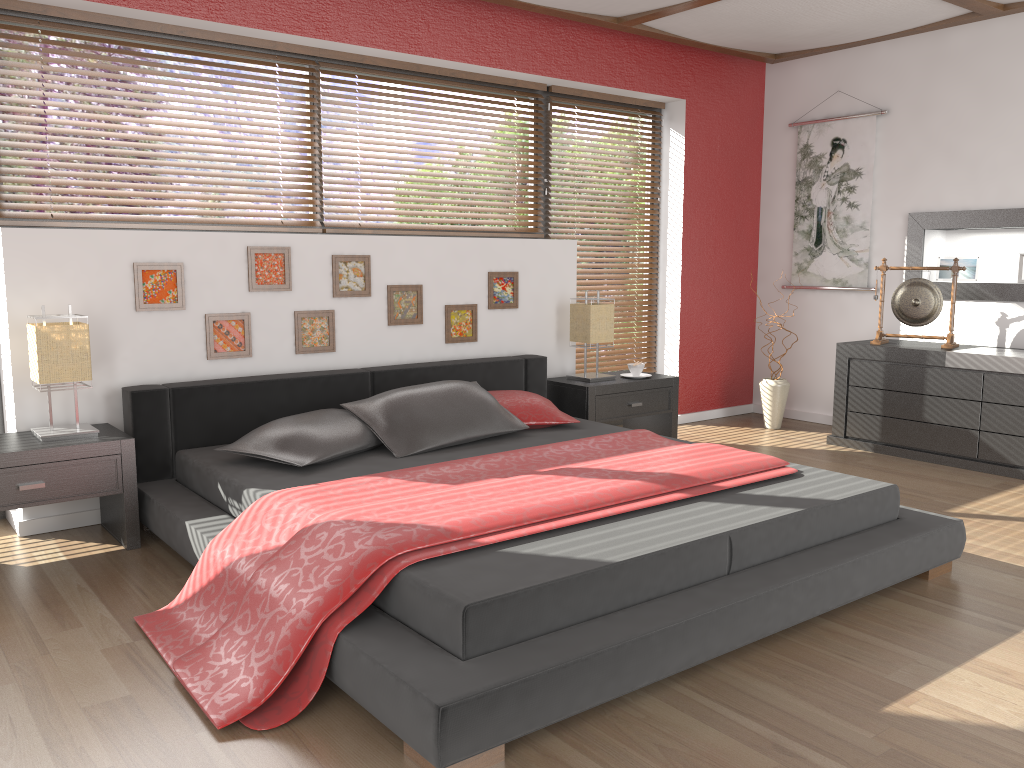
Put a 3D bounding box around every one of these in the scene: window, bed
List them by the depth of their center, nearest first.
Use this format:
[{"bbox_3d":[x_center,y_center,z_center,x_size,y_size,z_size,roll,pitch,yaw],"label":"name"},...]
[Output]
[{"bbox_3d":[-0.122,0.342,3.281,2.469,0.577,2.413,-6,10,-37],"label":"bed"},{"bbox_3d":[-0.986,-1.190,4.434,2.817,0.786,0.020,-6,10,-37],"label":"window"},{"bbox_3d":[0.560,-0.812,5.683,0.889,1.893,0.020,-6,10,-37],"label":"window"}]

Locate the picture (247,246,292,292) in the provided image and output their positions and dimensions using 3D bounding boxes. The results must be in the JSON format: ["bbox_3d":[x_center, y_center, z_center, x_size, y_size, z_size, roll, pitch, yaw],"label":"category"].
[{"bbox_3d":[-1.091,-0.518,3.996,0.200,0.200,0.010,-6,10,-37],"label":"picture"}]

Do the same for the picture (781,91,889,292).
[{"bbox_3d":[2.078,-1.245,5.749,0.028,1.270,0.701,-6,10,-37],"label":"picture"}]

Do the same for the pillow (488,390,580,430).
[{"bbox_3d":[-0.088,0.126,4.192,0.745,0.172,0.418,-3,8,-18],"label":"pillow"}]

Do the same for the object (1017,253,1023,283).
[{"bbox_3d":[2.924,-0.651,4.979,0.159,0.171,0.159,2,8,11],"label":"object"}]

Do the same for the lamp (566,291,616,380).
[{"bbox_3d":[0.446,-0.277,4.958,0.200,0.480,0.200,-6,10,-37],"label":"lamp"}]

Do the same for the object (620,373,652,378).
[{"bbox_3d":[0.709,-0.046,5.072,0.179,0.012,0.179,-2,8,-12],"label":"object"}]

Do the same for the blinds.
[{"bbox_3d":[-0.948,-0.609,4.458,4.840,1.952,0.032,-6,10,-37],"label":"blinds"}]

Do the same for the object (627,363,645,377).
[{"bbox_3d":[0.709,-0.078,5.068,0.099,0.069,0.099,-2,8,-12],"label":"object"}]

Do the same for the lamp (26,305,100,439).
[{"bbox_3d":[-1.696,-0.056,3.332,0.200,0.480,0.200,-6,10,-37],"label":"lamp"}]

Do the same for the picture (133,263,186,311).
[{"bbox_3d":[-1.475,-0.408,3.715,0.200,0.200,0.010,-6,10,-37],"label":"picture"}]

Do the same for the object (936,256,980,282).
[{"bbox_3d":[2.652,-0.685,5.278,0.226,0.146,0.041,5,9,32],"label":"object"}]

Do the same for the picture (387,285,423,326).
[{"bbox_3d":[-0.534,-0.396,4.444,0.200,0.200,0.010,-6,10,-37],"label":"picture"}]

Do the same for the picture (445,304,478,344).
[{"bbox_3d":[-0.266,-0.317,4.663,0.200,0.200,0.010,-6,10,-37],"label":"picture"}]

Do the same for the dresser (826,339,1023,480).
[{"bbox_3d":[2.621,0.130,4.734,0.540,0.608,1.740,-6,10,-37],"label":"dresser"}]

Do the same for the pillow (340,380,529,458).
[{"bbox_3d":[-0.320,0.123,3.835,0.744,0.241,0.386,-7,11,-42],"label":"pillow"}]

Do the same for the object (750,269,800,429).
[{"bbox_3d":[1.658,-0.221,5.700,0.364,1.035,0.422,4,9,27],"label":"object"}]

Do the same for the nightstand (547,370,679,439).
[{"bbox_3d":[0.564,0.175,5.061,0.700,0.423,0.413,-6,10,-37],"label":"nightstand"}]

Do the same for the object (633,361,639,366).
[{"bbox_3d":[0.709,-0.117,5.070,0.007,0.007,0.192,2,8,17],"label":"object"}]

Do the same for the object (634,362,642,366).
[{"bbox_3d":[0.716,-0.114,5.047,0.007,0.007,0.192,3,8,22],"label":"object"}]

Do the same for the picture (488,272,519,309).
[{"bbox_3d":[-0.047,-0.507,4.806,0.200,0.200,0.010,-6,10,-37],"label":"picture"}]

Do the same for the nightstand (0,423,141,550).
[{"bbox_3d":[-1.798,0.419,3.267,0.700,0.423,0.413,-6,10,-37],"label":"nightstand"}]

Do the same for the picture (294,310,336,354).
[{"bbox_3d":[-0.924,-0.245,4.164,0.200,0.200,0.010,-6,10,-37],"label":"picture"}]

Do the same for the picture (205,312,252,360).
[{"bbox_3d":[-1.250,-0.212,3.916,0.200,0.200,0.010,-6,10,-37],"label":"picture"}]

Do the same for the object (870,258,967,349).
[{"bbox_3d":[2.299,-0.468,5.038,0.490,0.498,0.173,6,10,37],"label":"object"}]

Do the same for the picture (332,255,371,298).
[{"bbox_3d":[-0.767,-0.517,4.247,0.200,0.200,0.010,-6,10,-37],"label":"picture"}]

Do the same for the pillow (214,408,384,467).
[{"bbox_3d":[-0.779,0.207,3.601,0.418,0.172,0.745,4,9,27],"label":"pillow"}]
